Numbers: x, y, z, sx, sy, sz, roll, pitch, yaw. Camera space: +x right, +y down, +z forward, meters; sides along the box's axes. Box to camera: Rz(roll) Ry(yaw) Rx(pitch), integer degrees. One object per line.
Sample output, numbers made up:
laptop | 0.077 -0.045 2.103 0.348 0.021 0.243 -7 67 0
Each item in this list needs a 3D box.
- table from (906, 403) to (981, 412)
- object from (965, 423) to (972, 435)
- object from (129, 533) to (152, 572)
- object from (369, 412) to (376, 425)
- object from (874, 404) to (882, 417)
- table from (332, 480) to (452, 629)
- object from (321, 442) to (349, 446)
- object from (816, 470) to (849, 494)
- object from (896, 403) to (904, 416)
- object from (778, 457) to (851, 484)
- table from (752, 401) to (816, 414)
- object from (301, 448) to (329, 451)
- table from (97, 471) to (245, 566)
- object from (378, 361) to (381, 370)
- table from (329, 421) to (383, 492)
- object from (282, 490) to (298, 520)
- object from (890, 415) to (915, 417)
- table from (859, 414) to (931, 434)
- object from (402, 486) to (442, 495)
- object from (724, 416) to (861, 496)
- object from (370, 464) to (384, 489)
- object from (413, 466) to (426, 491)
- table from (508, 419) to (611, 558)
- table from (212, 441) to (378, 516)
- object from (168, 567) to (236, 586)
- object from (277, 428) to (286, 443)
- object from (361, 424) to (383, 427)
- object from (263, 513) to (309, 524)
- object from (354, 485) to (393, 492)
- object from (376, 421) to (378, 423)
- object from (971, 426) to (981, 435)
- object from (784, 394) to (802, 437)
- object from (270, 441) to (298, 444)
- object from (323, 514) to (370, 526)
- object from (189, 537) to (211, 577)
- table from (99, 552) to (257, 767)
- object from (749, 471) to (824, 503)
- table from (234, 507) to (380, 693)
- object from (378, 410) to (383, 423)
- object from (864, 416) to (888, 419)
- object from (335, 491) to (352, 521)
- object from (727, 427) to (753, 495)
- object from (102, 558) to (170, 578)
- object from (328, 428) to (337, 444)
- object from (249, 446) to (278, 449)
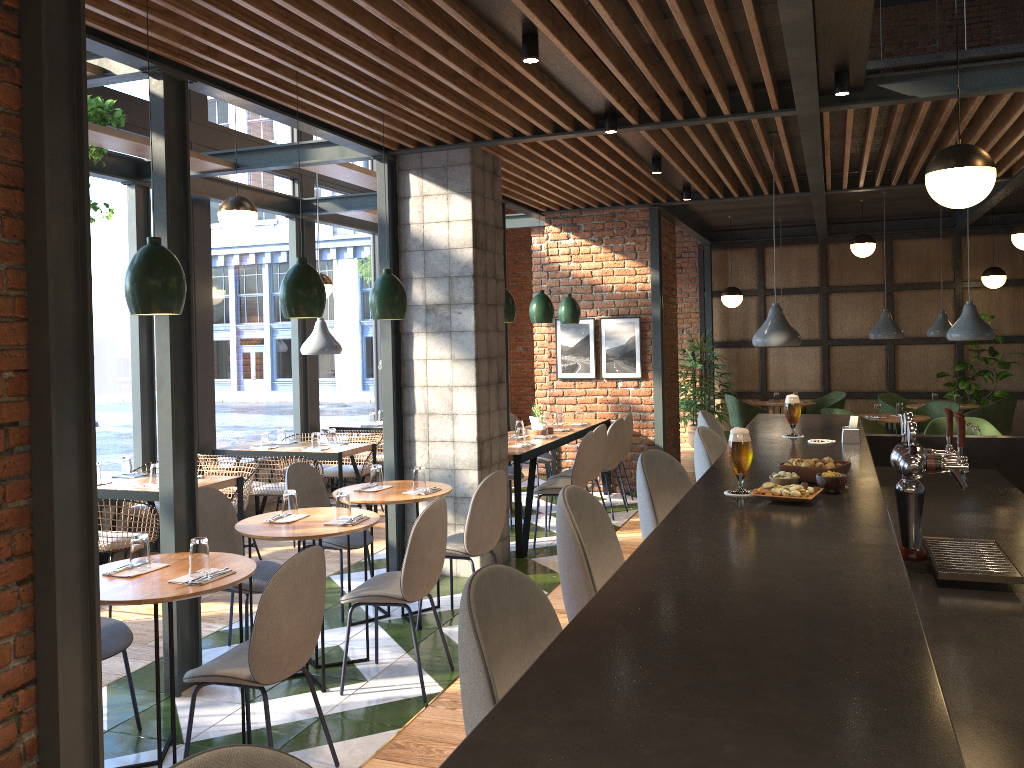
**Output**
table | 5.178 0.607 10.639 0.807 0.687 0.808 -1 2 20
object | 3.786 0.393 7.355 0.080 0.138 0.080 -2 1 -18
object | -1.461 0.659 3.480 0.080 0.138 0.080 -1 1 7
object | -1.520 0.377 9.638 0.080 0.138 0.080 -2 1 -38
object | 3.883 0.283 9.409 0.080 0.138 0.080 -2 1 -32
table | -0.693 0.998 5.221 0.699 0.747 0.700 0 2 30
object | -1.582 0.533 7.954 0.242 0.019 0.157 0 3 22
object | 0.892 0.271 2.469 0.078 0.060 0.108 0 3 28
object | 4.156 0.272 9.499 0.080 0.138 0.080 -2 1 -32
object | 0.902 0.255 2.641 0.168 0.072 0.168 1 3 40
table | 3.570 0.592 11.626 0.808 0.687 0.807 -2 2 -30
object | -1.705 0.554 7.619 0.242 0.019 0.157 0 3 19
table | -2.571 1.017 6.086 1.271 0.706 0.659 0 2 20
object | -1.091 0.343 10.666 0.859 1.497 0.899 -1 1 39
table | -1.263 0.797 9.687 1.271 0.706 0.659 0 2 20
object | -1.110 0.601 4.427 0.080 0.138 0.080 -1 1 30
object | 4.186 0.338 9.485 0.157 0.019 0.243 -2 3 -15
table | 4.032 0.696 9.452 0.808 0.687 0.807 -2 2 -28
object | -0.526 0.616 5.127 0.157 0.019 0.243 0 3 25
object | 1.026 0.213 3.086 0.322 0.106 1.512 0 3 23
object | -0.806 0.550 5.265 0.080 0.138 0.080 -1 1 -2
object | -0.539 0.549 5.156 0.080 0.138 0.080 -2 1 -12
table | 0.243 0.825 7.935 0.658 0.765 2.776 -1 3 20
table | -1.919 0.908 7.880 1.271 0.706 0.659 0 2 20
object | -1.177 0.725 3.349 0.157 0.019 0.243 0 3 24
object | -2.113 0.471 8.123 0.080 0.138 0.080 -1 1 23
object | -1.533 0.445 9.618 0.242 0.019 0.157 0 3 19
object | -1.127 0.666 4.446 0.157 0.019 0.243 0 3 17
object | -0.820 0.615 5.287 0.157 0.019 0.243 0 3 25
object | -1.432 0.426 9.938 0.242 0.019 0.157 0 3 20
object | 3.706 0.409 7.079 0.080 0.138 0.080 -2 1 -18
object | 1.199 0.133 3.782 0.070 0.178 0.070 -1 1 23
object | -2.084 0.535 8.139 0.242 0.019 0.157 0 3 20
object | -0.813 0.665 4.331 0.157 0.019 0.243 0 3 17
object | -1.192 0.658 3.378 0.080 0.138 0.080 -2 1 -33
table | -1.344 1.108 3.431 0.700 0.747 0.699 -2 2 -24
object | 0.763 0.281 2.417 0.164 0.052 0.292 0 3 28
table | -0.998 1.050 4.383 0.700 0.747 0.699 -2 2 -28
object | -1.462 0.361 9.923 0.080 0.138 0.080 -1 1 -7
object | 3.858 0.349 9.414 0.157 0.019 0.243 -2 3 -15
object | -0.830 0.598 4.358 0.080 0.138 0.080 -2 1 -30
object | 0.639 0.212 2.479 0.070 0.183 0.070 -1 1 40
object | -1.476 0.724 3.501 0.157 0.019 0.243 0 3 24
object | -1.611 0.469 7.940 0.080 0.138 0.080 -1 1 -5
object | -2.195 0.556 7.798 0.242 0.019 0.157 0 3 22
